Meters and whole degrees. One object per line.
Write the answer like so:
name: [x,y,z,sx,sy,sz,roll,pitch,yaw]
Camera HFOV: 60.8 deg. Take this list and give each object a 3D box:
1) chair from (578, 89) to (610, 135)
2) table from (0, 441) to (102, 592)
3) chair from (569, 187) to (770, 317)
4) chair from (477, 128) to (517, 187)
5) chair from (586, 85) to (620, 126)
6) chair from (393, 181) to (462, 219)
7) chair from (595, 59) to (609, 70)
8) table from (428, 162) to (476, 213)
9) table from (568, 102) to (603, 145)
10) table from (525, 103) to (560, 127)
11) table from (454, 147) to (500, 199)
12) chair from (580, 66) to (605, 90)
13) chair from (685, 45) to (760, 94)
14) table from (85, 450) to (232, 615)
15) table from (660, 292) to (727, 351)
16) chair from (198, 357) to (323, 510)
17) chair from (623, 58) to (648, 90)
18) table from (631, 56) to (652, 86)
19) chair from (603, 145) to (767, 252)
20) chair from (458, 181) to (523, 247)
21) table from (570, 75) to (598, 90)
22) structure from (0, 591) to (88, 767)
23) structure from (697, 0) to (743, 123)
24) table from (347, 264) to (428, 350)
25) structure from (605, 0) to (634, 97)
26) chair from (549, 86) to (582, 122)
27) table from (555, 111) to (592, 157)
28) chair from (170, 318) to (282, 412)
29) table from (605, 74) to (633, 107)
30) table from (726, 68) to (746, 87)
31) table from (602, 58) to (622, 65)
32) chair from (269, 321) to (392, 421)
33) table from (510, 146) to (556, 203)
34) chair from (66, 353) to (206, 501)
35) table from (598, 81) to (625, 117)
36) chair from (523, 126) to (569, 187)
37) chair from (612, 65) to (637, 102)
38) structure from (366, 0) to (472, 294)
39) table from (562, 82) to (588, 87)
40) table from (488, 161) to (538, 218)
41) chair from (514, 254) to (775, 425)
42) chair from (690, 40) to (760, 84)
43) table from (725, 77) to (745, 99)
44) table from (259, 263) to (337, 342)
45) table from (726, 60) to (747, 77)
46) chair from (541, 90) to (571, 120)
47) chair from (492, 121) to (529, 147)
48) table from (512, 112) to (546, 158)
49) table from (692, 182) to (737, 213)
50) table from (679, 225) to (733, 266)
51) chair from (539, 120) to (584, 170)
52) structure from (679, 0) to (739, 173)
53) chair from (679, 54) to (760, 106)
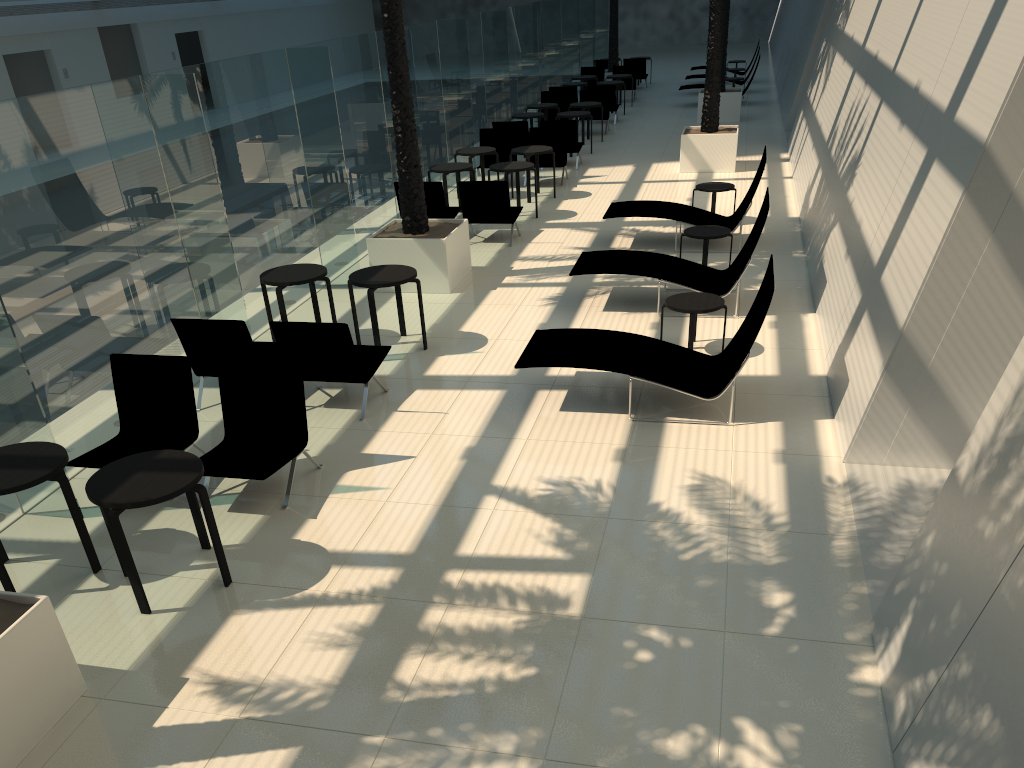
chair: [1.864,-6.289,20.225,0.714,0.955,0.823,4,29,13]
table: [-3.152,0.876,5.710,0.666,0.839,0.642,-18,31,-25]
chair: [1.704,-1.459,9.564,2.031,1.245,0.855,3,29,13]
chair: [-0.324,-4.097,15.827,0.714,0.955,0.823,4,29,13]
chair: [2.266,-6.964,21.616,0.714,0.955,0.823,4,29,13]
chair: [-1.191,-2.561,12.657,0.714,0.955,0.823,4,29,13]
chair: [2.994,-9.852,27.695,0.714,0.955,0.823,4,29,13]
table: [-0.928,-3.015,13.736,0.658,0.839,0.650,-23,34,-32]
table: [1.629,-5.770,19.291,0.662,0.839,0.646,-20,33,-28]
table: [0.686,-5.810,19.500,0.662,0.839,0.646,-20,33,-28]
table: [-0.594,-3.580,14.900,0.662,0.839,0.646,-20,33,-28]
chair: [2.271,-8.617,25.150,0.714,0.955,0.823,4,29,13]
chair: [6.091,-9.102,25.329,2.031,1.245,0.855,3,29,13]
table: [-2.208,0.916,5.500,0.666,0.839,0.642,-18,31,-25]
table: [1.755,-0.551,8.445,0.539,0.556,0.526,-20,32,-29]
chair: [-1.974,0.397,6.435,0.714,0.955,0.823,4,29,13]
chair: [3.901,-9.813,27.493,0.714,0.955,0.823,4,29,13]
table: [4.177,-10.225,28.481,0.666,0.839,0.642,-18,31,-25]
chair: [2.288,-2.476,11.661,2.031,1.245,0.855,3,29,13]
chair: [-0.284,-2.522,12.455,0.714,0.955,0.823,4,29,13]
table: [2.000,-8.100,24.223,0.662,0.839,0.646,-20,33,-28]
structure: [-3.230,-1.297,2.469,4.449,7.540,4.457,-7,29,-6]
structure: [4.761,-9.603,19.416,4.633,7.340,3.966,-7,29,-6]
table: [-1.270,-0.735,8.907,0.658,0.839,0.650,-23,34,-32]
structure: [2.980,-12.081,24.709,4.730,7.540,4.196,14,33,28]
chair: [1.358,-7.002,21.817,0.714,0.955,0.823,4,29,13]
table: [1.288,-5.191,18.098,0.658,0.839,0.650,-23,34,-32]
chair: [-2.482,-0.312,8.017,0.714,0.955,0.823,4,29,13]
table: [2.944,-8.060,24.014,0.662,0.839,0.646,-20,33,-28]
table: [6.744,-9.242,26.372,0.539,0.556,0.526,-20,32,-29]
table: [3.234,-10.265,28.691,0.666,0.839,0.642,-18,31,-25]
chair: [-1.575,-0.273,7.816,0.714,0.955,0.823,4,29,13]
table: [0.349,-3.540,14.691,0.662,0.839,0.646,-20,33,-28]
chair: [-2.881,0.359,6.636,0.714,0.955,0.823,4,29,13]
table: [2.568,-7.421,22.697,0.658,0.839,0.650,-23,34,-32]
chair: [0.584,-4.059,15.626,0.714,0.955,0.823,4,29,13]
chair: [3.178,-8.578,24.948,0.714,0.955,0.823,4,29,13]
structure: [-1.358,-4.515,9.102,4.821,7.540,4.112,1,29,7]
table: [1.624,-7.461,22.907,0.658,0.839,0.650,-23,34,-32]
table: [0.016,-2.975,13.526,0.658,0.839,0.650,-23,34,-32]
chair: [1.103,-0.411,7.402,2.031,1.245,0.855,3,29,13]
chair: [6.675,-10.119,27.426,2.031,1.245,0.855,3,29,13]
table: [6.160,-8.226,24.275,0.539,0.556,0.526,-20,32,-29]
table: [-2.213,-0.775,9.116,0.658,0.839,0.650,-23,34,-32]
table: [7.327,-10.259,28.469,0.539,0.556,0.526,-20,32,-29]
chair: [0.956,-6.327,20.427,0.714,0.955,0.823,4,29,13]
chair: [0.075,-4.767,17.208,0.714,0.955,0.823,4,29,13]
table: [0.344,-5.231,18.307,0.658,0.839,0.650,-23,34,-32]
table: [2.940,-2.616,12.704,0.536,0.556,0.529,-23,33,-32]
table: [2.357,-1.599,10.607,0.539,0.556,0.526,-20,32,-29]
chair: [0.983,-4.729,17.006,0.714,0.955,0.823,4,29,13]
structure: [3.598,-7.252,14.463,4.462,7.405,4.124,-27,37,-36]
chair: [5.508,-8.086,23.232,2.031,1.245,0.855,3,29,13]
